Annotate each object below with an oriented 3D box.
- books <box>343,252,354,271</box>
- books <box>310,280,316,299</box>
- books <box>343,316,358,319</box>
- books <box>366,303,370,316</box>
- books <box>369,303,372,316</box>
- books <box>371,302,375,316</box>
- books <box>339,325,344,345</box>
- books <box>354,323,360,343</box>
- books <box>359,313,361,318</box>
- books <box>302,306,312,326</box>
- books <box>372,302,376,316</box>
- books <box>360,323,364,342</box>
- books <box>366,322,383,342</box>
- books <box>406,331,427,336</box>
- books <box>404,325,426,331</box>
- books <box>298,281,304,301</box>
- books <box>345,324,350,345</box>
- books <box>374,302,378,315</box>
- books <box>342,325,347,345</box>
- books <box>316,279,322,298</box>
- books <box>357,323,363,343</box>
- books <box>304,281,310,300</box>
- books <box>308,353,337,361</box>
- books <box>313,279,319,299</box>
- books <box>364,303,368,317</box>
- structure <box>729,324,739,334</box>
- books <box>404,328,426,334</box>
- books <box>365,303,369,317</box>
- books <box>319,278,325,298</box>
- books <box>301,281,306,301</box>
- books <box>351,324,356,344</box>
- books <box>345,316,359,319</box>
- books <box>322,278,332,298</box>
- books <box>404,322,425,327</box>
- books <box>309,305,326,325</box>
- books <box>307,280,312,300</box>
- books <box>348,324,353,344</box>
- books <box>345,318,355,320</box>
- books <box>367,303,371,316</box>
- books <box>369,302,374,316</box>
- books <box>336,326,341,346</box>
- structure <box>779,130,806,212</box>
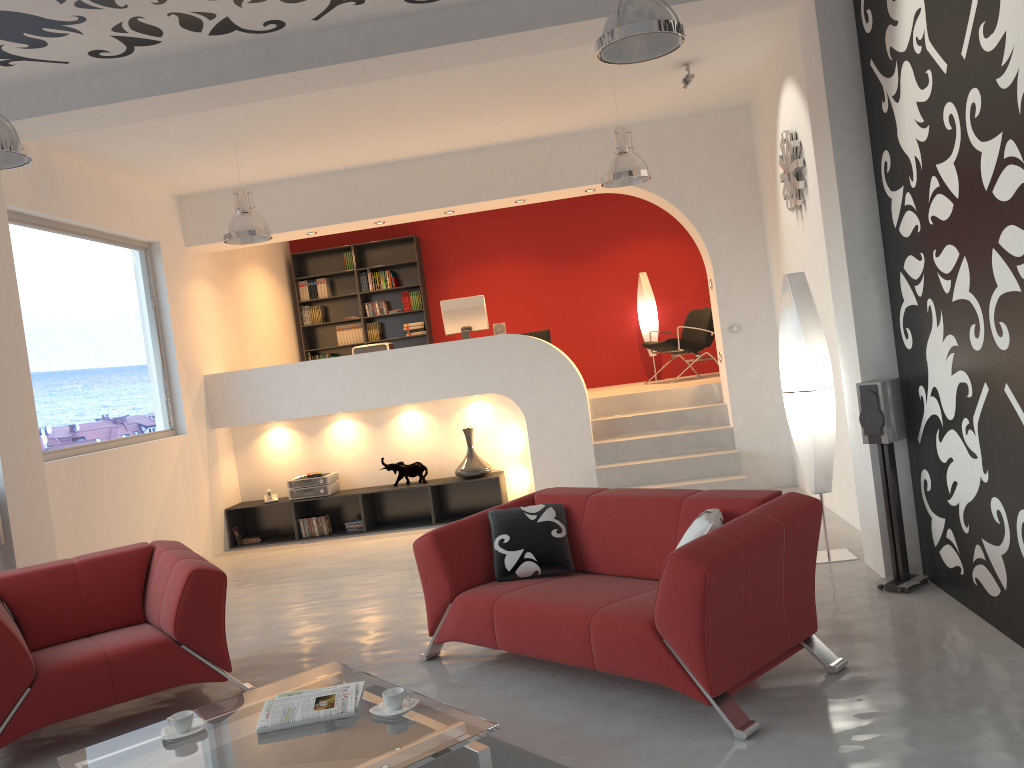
[{"bbox_3d":[-2.075,-1.572,11.465,0.146,0.240,0.170,-7,1,6],"label":"books"},{"bbox_3d":[-2.556,-1.215,11.519,0.040,0.260,0.200,-7,1,6],"label":"books"},{"bbox_3d":[-2.080,-0.866,11.501,0.190,0.015,0.135,-7,1,6],"label":"books"},{"bbox_3d":[-1.842,-0.955,11.472,0.031,0.190,0.135,-7,1,6],"label":"books"},{"bbox_3d":[-1.812,-0.959,11.469,0.031,0.190,0.135,-7,1,6],"label":"books"},{"bbox_3d":[-1.783,-0.963,11.465,0.031,0.190,0.135,-7,1,6],"label":"books"},{"bbox_3d":[-2.183,-0.627,11.502,0.040,0.260,0.200,-7,1,6],"label":"books"},{"bbox_3d":[-1.983,-0.653,11.479,0.040,0.260,0.200,-7,1,6],"label":"books"},{"bbox_3d":[-1.946,-0.939,11.484,0.063,0.187,0.135,-7,1,6],"label":"books"},{"bbox_3d":[-2.651,-0.883,11.555,0.090,0.256,0.181,-7,1,6],"label":"books"},{"bbox_3d":[-1.768,-0.965,11.464,0.031,0.190,0.135,-7,1,6],"label":"books"},{"bbox_3d":[-1.903,-0.663,11.470,0.040,0.260,0.200,-7,1,6],"label":"books"},{"bbox_3d":[-1.777,-0.670,11.468,0.146,0.240,0.170,-7,1,6],"label":"books"},{"bbox_3d":[-1.208,-0.643,11.383,0.260,0.040,0.200,-7,1,8],"label":"books"},{"bbox_3d":[-1.241,-0.719,11.379,0.260,0.040,0.200,-7,1,6],"label":"books"},{"bbox_3d":[-2.716,-1.195,11.537,0.040,0.260,0.200,-7,1,6],"label":"books"},{"bbox_3d":[-2.103,-0.637,11.493,0.040,0.260,0.200,-7,1,6],"label":"books"},{"bbox_3d":[-1.738,-0.968,11.460,0.031,0.190,0.135,-7,1,6],"label":"books"},{"bbox_3d":[-2.143,-0.632,11.497,0.040,0.260,0.200,-7,1,6],"label":"books"},{"bbox_3d":[-2.476,-1.226,11.510,0.040,0.260,0.200,-7,1,6],"label":"books"},{"bbox_3d":[-1.943,-0.658,11.475,0.040,0.260,0.200,-7,1,6],"label":"books"},{"bbox_3d":[-2.636,-1.205,11.528,0.040,0.260,0.200,-7,1,6],"label":"books"},{"bbox_3d":[-2.449,-0.286,11.533,0.341,0.286,0.231,-7,1,6],"label":"books"},{"bbox_3d":[-2.517,-1.221,11.515,0.040,0.260,0.200,-7,1,6],"label":"books"},{"bbox_3d":[-1.871,-0.951,11.476,0.031,0.190,0.135,-7,1,6],"label":"books"},{"bbox_3d":[2.042,-0.508,8.148,0.080,0.080,0.016,-7,1,6],"label":"structure"},{"bbox_3d":[-1.232,-0.680,11.381,0.260,0.040,0.200,-7,1,6],"label":"books"},{"bbox_3d":[-1.857,-0.953,11.474,0.031,0.190,0.135,-7,1,6],"label":"books"},{"bbox_3d":[-2.436,-1.231,11.506,0.040,0.260,0.200,-7,1,6],"label":"books"},{"bbox_3d":[-2.676,-1.200,11.533,0.040,0.260,0.200,-7,1,6],"label":"books"},{"bbox_3d":[-2.024,-0.647,11.484,0.040,0.260,0.200,-7,1,6],"label":"books"},{"bbox_3d":[-2.059,-0.853,11.500,0.190,0.015,0.135,-7,1,6],"label":"books"},{"bbox_3d":[-2.396,-1.236,11.501,0.040,0.260,0.200,-7,1,6],"label":"books"},{"bbox_3d":[-1.238,-0.759,11.369,0.260,0.040,0.200,-7,1,6],"label":"books"},{"bbox_3d":[-2.531,-0.890,11.541,0.146,0.240,0.170,-7,1,6],"label":"books"},{"bbox_3d":[-2.597,-1.210,11.524,0.040,0.260,0.200,-7,1,6],"label":"books"},{"bbox_3d":[-2.063,-0.642,11.488,0.040,0.260,0.200,-7,1,6],"label":"books"},{"bbox_3d":[-2.065,-0.837,11.501,0.190,0.015,0.135,-7,1,6],"label":"books"},{"bbox_3d":[-1.827,-0.957,11.471,0.031,0.190,0.135,-7,1,6],"label":"books"},{"bbox_3d":[-1.798,-0.961,11.467,0.031,0.190,0.135,-7,1,6],"label":"books"},{"bbox_3d":[-2.223,-0.621,11.506,0.040,0.260,0.200,-7,1,6],"label":"books"},{"bbox_3d":[2.065,-1.579,6.585,0.090,0.596,0.596,-7,1,6],"label":"structure"}]
